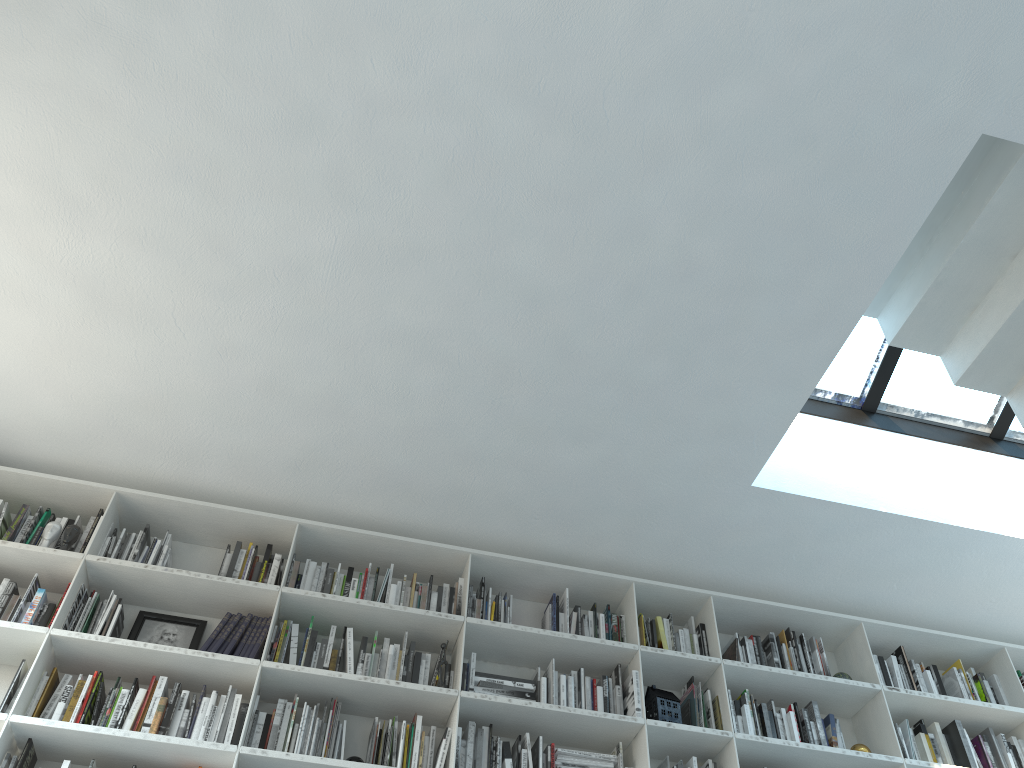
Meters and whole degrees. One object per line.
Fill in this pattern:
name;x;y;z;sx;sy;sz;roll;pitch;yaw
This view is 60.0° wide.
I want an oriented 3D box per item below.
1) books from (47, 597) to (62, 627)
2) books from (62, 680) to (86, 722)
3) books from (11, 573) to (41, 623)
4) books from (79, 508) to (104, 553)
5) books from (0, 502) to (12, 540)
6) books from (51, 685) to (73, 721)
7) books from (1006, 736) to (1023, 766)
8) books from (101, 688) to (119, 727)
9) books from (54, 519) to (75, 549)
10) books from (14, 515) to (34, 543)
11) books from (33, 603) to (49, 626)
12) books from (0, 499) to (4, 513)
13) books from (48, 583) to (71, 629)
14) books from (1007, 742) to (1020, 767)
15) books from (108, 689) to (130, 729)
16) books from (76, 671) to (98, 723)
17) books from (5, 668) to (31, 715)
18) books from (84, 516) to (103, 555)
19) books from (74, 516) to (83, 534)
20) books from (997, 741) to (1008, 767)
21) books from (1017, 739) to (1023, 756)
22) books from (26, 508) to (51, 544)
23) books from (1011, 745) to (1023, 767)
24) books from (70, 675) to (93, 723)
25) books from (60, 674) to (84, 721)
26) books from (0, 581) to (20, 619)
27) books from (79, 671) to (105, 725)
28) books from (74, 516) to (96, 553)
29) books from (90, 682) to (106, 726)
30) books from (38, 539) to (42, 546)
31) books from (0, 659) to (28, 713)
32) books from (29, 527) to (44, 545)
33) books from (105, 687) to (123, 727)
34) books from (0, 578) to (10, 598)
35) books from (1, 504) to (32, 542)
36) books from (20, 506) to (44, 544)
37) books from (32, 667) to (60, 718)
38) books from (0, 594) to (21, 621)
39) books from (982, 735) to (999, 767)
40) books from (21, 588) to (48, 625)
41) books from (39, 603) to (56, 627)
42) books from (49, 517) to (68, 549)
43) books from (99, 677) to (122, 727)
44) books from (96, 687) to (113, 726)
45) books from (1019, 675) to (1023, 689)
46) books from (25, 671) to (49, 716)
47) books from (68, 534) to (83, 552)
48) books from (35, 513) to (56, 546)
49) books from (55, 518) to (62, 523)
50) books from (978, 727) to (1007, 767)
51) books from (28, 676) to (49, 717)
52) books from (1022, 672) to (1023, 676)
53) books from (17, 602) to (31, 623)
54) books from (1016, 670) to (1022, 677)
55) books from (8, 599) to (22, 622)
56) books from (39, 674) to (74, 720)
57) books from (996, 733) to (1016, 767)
books;-1.960;1.049;3.788;0.014;0.234;0.144;11;-48;-8
books;-1.748;1.329;3.537;0.030;0.228;0.173;11;-48;-8
books;-2.078;0.986;3.779;0.012;0.301;0.190;11;-48;-8
books;-1.944;0.756;4.082;0.014;0.335;0.169;11;-48;-8
books;-2.296;0.696;3.991;0.057;0.261;0.192;11;-48;-8
books;-1.783;1.325;3.511;0.026;0.194;0.176;11;-48;-8
books;2.528;1.939;4.453;0.026;0.282;0.148;11;-48;-8
books;-1.613;1.359;3.550;0.014;0.216;0.165;11;-48;-8
books;-2.050;0.762;4.039;0.027;0.257;0.147;11;-48;-8
books;-2.224;0.738;4.023;0.030;0.256;0.130;11;-48;-8
books;-2.007;1.054;3.766;0.029;0.194;0.147;11;-48;-8
books;-2.360;0.688;4.000;0.028;0.282;0.190;11;-48;-8
books;-1.943;1.024;3.803;0.014;0.292;0.174;11;-48;-8
books;2.468;1.937;4.425;0.030;0.239;0.163;11;-48;-8
books;-1.580;1.366;3.555;0.031;0.216;0.174;11;-48;-8
books;-1.710;1.321;3.563;0.020;0.279;0.165;11;-48;-8
books;-1.967;1.288;3.534;0.044;0.267;0.134;11;-48;-8
books;-1.895;0.772;4.037;0.024;0.250;0.236;11;-48;-8
books;-2.032;0.764;4.062;0.013;0.290;0.155;11;-48;-8
books;2.412;1.924;4.420;0.011;0.247;0.152;11;-48;-8
books;2.556;1.949;4.449;0.031;0.263;0.170;11;-48;-8
books;-2.180;0.725;4.048;0.029;0.312;0.130;11;-48;-8
books;2.504;1.954;4.434;0.022;0.232;0.159;11;-48;-8
books;-1.725;1.325;3.547;0.014;0.251;0.188;11;-48;-8
books;-1.768;1.317;3.549;0.010;0.261;0.151;11;-48;-8
books;-2.154;0.986;3.748;0.030;0.249;0.166;11;-48;-8
books;-1.692;1.318;3.556;0.011;0.276;0.165;11;-48;-8
books;-1.964;0.773;4.064;0.022;0.285;0.176;11;-48;-8
books;-1.669;1.345;3.562;0.047;0.248;0.135;11;-48;-8
books;-2.120;0.763;4.021;0.021;0.225;0.157;11;-48;-8
books;-1.989;1.262;3.522;0.012;0.283;0.160;11;-48;-8
books;-2.153;0.765;3.998;0.024;0.186;0.160;11;-48;-8
books;-1.602;1.362;3.561;0.011;0.227;0.171;11;-48;-8
books;-2.181;0.978;3.748;0.025;0.259;0.168;11;-48;-8
books;-2.253;0.710;4.015;0.039;0.281;0.182;11;-48;-8
books;-2.198;0.717;4.034;0.014;0.302;0.146;11;-48;-8
books;-1.862;1.291;3.529;0.012;0.261;0.181;11;-48;-8
books;-2.131;1.018;3.750;0.028;0.211;0.139;11;-48;-8
books;2.361;1.911;4.420;0.023;0.262;0.157;11;-48;-8
books;-2.027;1.016;3.755;0.029;0.227;0.192;11;-48;-8
books;-1.977;1.051;3.758;0.026;0.186;0.155;11;-48;-8
books;-2.074;0.761;4.035;0.021;0.252;0.180;11;-48;-8
books;-1.628;1.345;3.578;0.012;0.275;0.151;11;-48;-8
books;-1.642;1.361;3.562;0.012;0.229;0.150;11;-48;-8
books;2.723;1.724;4.733;0.012;0.267;0.185;11;-48;-8
books;-1.899;1.300;3.533;0.012;0.252;0.162;11;-48;-8
books;-1.990;0.803;4.024;0.028;0.183;0.168;11;-48;-8
books;-2.136;0.744;4.037;0.013;0.273;0.159;11;-48;-8
books;-2.094;0.753;4.022;0.025;0.242;0.168;11;-48;-8
books;2.386;1.895;4.426;0.022;0.292;0.182;11;-48;-8
books;-1.881;1.304;3.521;0.022;0.231;0.152;11;-48;-8
books;2.785;1.738;4.782;0.012;0.324;0.152;11;-48;-8
books;-2.063;1.041;3.749;0.031;0.181;0.152;11;-48;-8
books;2.751;1.728;4.778;0.014;0.329;0.143;11;-48;-8
books;-2.105;1.035;3.754;0.029;0.196;0.145;11;-48;-8
books;-1.830;1.312;3.544;0.062;0.256;0.153;11;-48;-8
books;2.438;1.914;4.426;0.036;0.270;0.178;11;-48;-8
